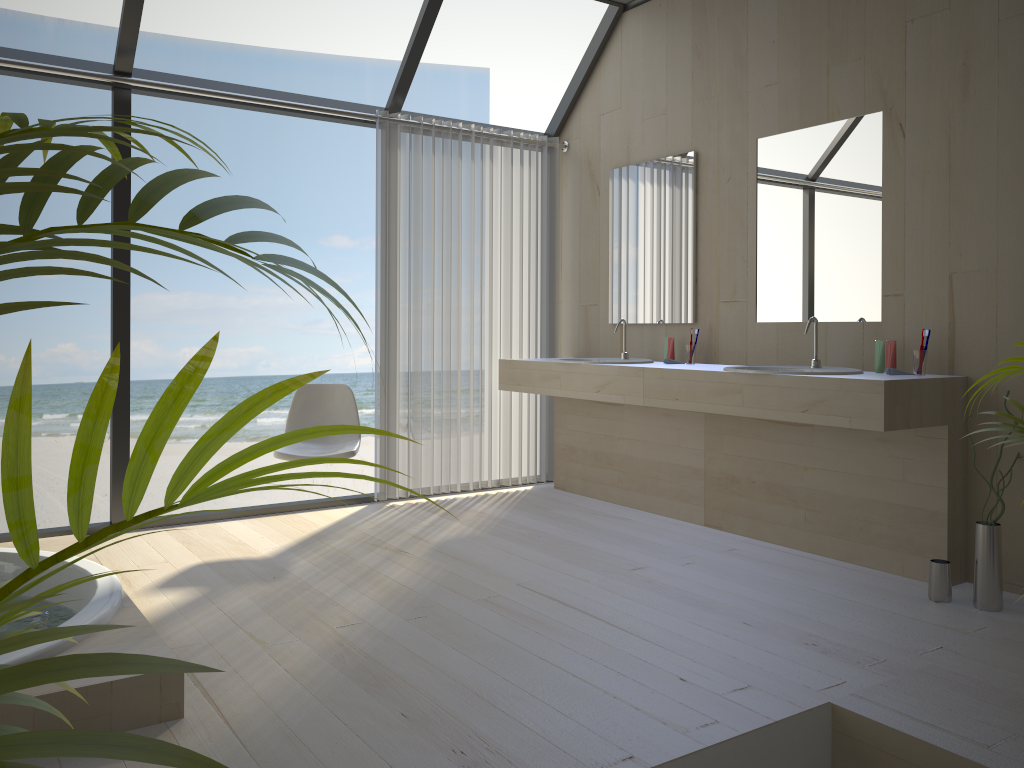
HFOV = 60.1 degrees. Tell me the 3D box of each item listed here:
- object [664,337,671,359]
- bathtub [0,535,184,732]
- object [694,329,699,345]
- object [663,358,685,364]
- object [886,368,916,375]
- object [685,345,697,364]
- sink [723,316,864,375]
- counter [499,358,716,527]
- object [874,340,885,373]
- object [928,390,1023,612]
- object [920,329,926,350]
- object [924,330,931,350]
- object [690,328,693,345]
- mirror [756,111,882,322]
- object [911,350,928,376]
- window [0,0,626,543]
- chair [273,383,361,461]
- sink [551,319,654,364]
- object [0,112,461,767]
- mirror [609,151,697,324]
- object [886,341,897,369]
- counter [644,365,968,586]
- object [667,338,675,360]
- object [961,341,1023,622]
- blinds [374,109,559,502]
[{"bbox_3d":[0.800,-0.173,4.552,0.039,0.135,0.039,0,0,15],"label":"object"},{"bbox_3d":[-2.007,0.737,2.311,1.822,0.698,1.649,-2,4,-34],"label":"bathtub"},{"bbox_3d":[0.902,-0.186,4.393,0.054,0.175,0.012,0,0,-9],"label":"object"},{"bbox_3d":[0.798,-0.111,4.357,0.104,0.029,0.032,1,2,6],"label":"object"},{"bbox_3d":[1.474,-0.047,3.358,0.104,0.029,0.032,1,2,6],"label":"object"},{"bbox_3d":[0.886,-0.145,4.391,0.058,0.100,0.058,0,1,-27],"label":"object"},{"bbox_3d":[1.145,-0.069,3.629,0.504,0.419,0.574,-1,3,-31],"label":"sink"},{"bbox_3d":[0.488,0.278,4.684,0.550,0.790,1.206,-1,3,-34],"label":"counter"},{"bbox_3d":[1.476,-0.108,3.552,0.039,0.135,0.039,0,0,7],"label":"object"},{"bbox_3d":[1.671,0.395,3.138,0.274,0.749,0.407,1,1,44],"label":"object"},{"bbox_3d":[1.559,-0.121,3.362,0.012,0.178,0.050,0,0,5],"label":"object"},{"bbox_3d":[1.578,-0.121,3.393,0.054,0.175,0.012,0,0,-9],"label":"object"},{"bbox_3d":[0.884,-0.185,4.361,0.012,0.178,0.050,0,0,5],"label":"object"},{"bbox_3d":[1.345,-0.705,3.906,0.023,0.868,0.654,0,1,-34],"label":"mirror"},{"bbox_3d":[1.562,-0.080,3.391,0.058,0.100,0.058,0,1,-24],"label":"object"},{"bbox_3d":[-1.468,-0.717,3.956,4.562,2.812,0.745,-1,1,-34],"label":"window"},{"bbox_3d":[-0.902,0.183,4.153,0.369,0.347,0.455,0,2,-6],"label":"chair"},{"bbox_3d":[0.469,-0.134,4.629,0.504,0.419,0.574,-1,3,-31],"label":"sink"},{"bbox_3d":[-0.516,0.232,0.586,0.873,1.345,1.065,1,2,44],"label":"object"},{"bbox_3d":[0.742,-0.760,4.750,0.023,0.868,0.654,0,1,-34],"label":"mirror"},{"bbox_3d":[1.473,-0.101,3.439,0.039,0.135,0.039,0,0,7],"label":"object"},{"bbox_3d":[1.163,0.342,3.685,0.550,0.790,1.206,-1,3,-34],"label":"counter"},{"bbox_3d":[0.797,-0.166,4.438,0.039,0.135,0.039,0,0,15],"label":"object"},{"bbox_3d":[1.318,0.259,1.721,0.916,1.157,0.751,0,1,0],"label":"object"},{"bbox_3d":[-0.237,-0.434,5.023,1.183,2.070,0.084,0,0,-34],"label":"blinds"}]
